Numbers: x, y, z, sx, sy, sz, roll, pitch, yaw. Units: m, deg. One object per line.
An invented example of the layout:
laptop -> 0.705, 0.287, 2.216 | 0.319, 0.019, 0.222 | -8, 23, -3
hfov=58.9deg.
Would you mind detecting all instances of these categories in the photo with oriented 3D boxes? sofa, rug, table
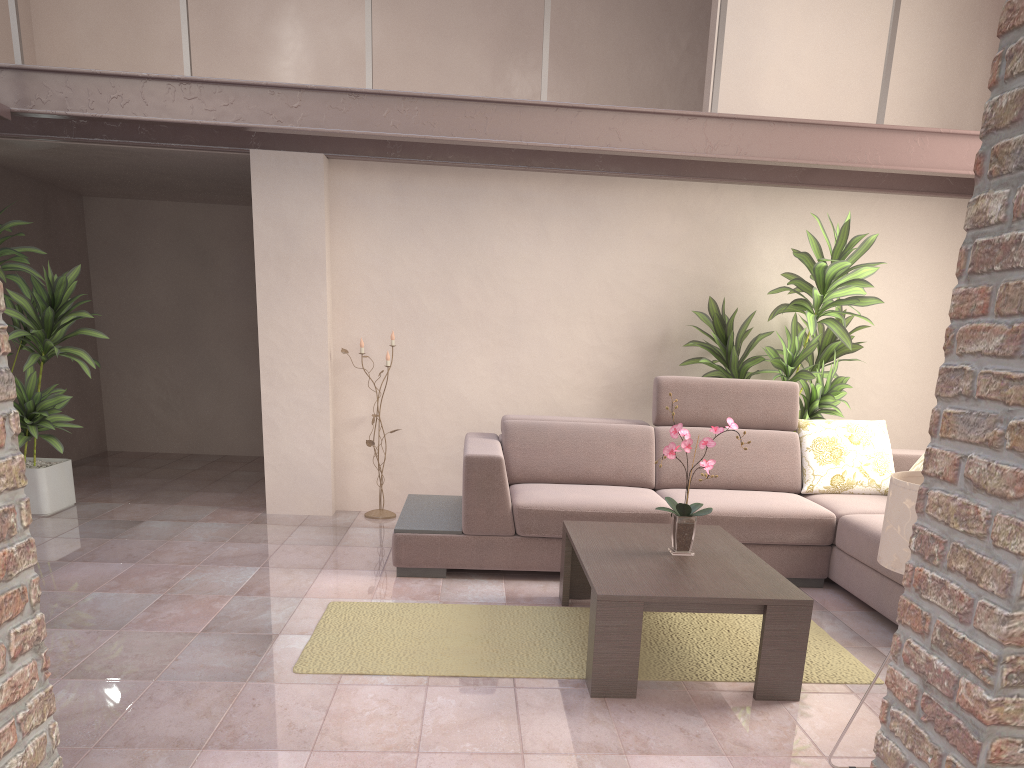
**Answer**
sofa -> 1.013, 0.497, 4.183 | 3.141, 1.005, 2.058 | 2, 6, -4
rug -> 0.275, 0.991, 3.526 | 2.076, 0.010, 0.820 | 3, 3, -4
table -> 0.590, 0.827, 3.499 | 0.702, 0.369, 1.142 | 2, 4, -3

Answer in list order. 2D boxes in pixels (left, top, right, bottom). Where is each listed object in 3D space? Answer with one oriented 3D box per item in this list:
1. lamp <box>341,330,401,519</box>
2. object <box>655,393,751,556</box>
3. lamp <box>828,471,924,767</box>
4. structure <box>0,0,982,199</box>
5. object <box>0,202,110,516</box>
lamp -> -0.851, 0.251, 5.511 | 0.327, 1.199, 0.227 | 10, 18, 28
object -> 0.660, 0.345, 3.344 | 0.300, 0.633, 0.346 | 0, 13, -9
lamp -> 1.067, 0.662, 2.226 | 0.387, 0.901, 0.385 | 1, 14, -3
structure -> 0.239, -0.699, 3.605 | 7.165, 3.433, 3.586 | 2, 9, -4
object -> -2.848, -0.208, 5.081 | 1.066, 1.988, 0.919 | 6, 14, 14
